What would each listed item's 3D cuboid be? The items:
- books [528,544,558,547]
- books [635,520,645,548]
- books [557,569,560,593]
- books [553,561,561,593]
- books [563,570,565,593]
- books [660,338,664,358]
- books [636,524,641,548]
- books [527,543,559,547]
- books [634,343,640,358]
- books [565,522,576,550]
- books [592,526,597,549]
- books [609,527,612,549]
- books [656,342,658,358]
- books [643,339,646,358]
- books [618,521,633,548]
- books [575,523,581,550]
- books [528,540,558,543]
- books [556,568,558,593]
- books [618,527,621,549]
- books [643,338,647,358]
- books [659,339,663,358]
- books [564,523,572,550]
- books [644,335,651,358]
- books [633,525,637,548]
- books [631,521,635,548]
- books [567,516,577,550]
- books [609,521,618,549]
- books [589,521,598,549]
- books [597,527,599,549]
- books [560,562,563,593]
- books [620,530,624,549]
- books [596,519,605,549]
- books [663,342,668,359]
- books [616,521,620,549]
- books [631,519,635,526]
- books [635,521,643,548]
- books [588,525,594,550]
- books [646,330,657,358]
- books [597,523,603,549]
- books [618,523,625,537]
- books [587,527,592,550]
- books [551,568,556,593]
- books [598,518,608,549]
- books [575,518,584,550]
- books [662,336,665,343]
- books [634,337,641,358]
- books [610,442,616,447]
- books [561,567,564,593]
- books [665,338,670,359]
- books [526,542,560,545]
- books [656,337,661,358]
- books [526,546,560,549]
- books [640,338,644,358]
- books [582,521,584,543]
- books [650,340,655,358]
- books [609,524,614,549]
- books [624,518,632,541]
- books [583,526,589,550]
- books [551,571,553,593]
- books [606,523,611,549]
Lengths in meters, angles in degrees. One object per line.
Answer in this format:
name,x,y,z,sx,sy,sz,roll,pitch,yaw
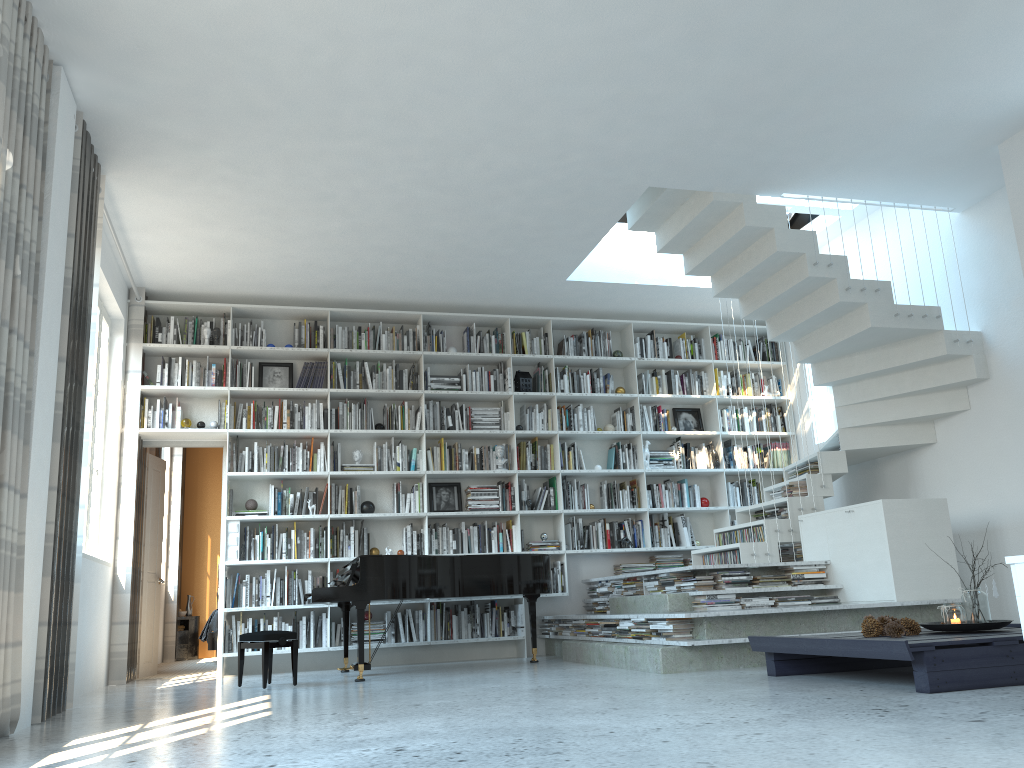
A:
books,0.283,1.488,8.129,0.254,0.012,0.161,0,-14,-11
books,1.222,1.438,8.452,0.025,0.271,0.171,1,-14,-15
books,0.397,1.786,8.024,0.011,0.211,0.179,1,-14,-15
books,0.409,1.753,8.043,0.021,0.284,0.173,1,-14,-15
books,0.449,1.797,8.064,0.012,0.205,0.161,1,-14,-15
books,1.493,-0.321,8.985,0.021,0.253,0.152,1,-14,-15
books,1.176,1.457,8.427,0.025,0.227,0.176,1,-14,-15
books,0.284,1.473,8.121,0.254,0.012,0.161,1,-15,-15
books,1.227,-0.297,8.883,0.022,0.182,0.190,1,-14,-15
books,0.546,1.427,8.253,0.023,0.261,0.187,1,-14,-15
books,0.750,1.453,8.328,0.024,0.227,0.160,1,-14,-15
books,0.899,1.452,8.370,0.025,0.237,0.157,1,-14,-15
books,1.431,-0.304,8.974,0.030,0.220,0.133,1,-14,-15
books,1.294,-0.315,8.923,0.024,0.230,0.169,1,-14,-15
books,1.071,1.438,8.410,0.070,0.265,0.186,1,-14,-15
books,0.592,1.431,8.266,0.023,0.255,0.178,1,-14,-15
books,0.282,1.450,8.129,0.254,0.012,0.161,-1,-14,-7
books,0.382,1.784,8.038,0.012,0.225,0.149,1,-14,-15
books,0.992,1.466,8.391,0.022,0.210,0.136,1,-14,-15
books,1.314,-0.319,8.948,0.027,0.249,0.140,1,-14,-15
books,1.474,-0.315,8.969,0.022,0.235,0.172,1,-14,-15
books,0.524,1.435,8.265,0.012,0.253,0.161,1,-14,-15
books,1.353,-0.337,8.945,0.048,0.277,0.150,1,-14,-15
books,1.145,1.462,8.423,0.013,0.219,0.169,1,-14,-15
books,1.124,1.443,8.435,0.021,0.264,0.150,1,-14,-15
books,0.560,1.401,8.264,0.010,0.315,0.187,1,-14,-15
books,0.945,1.438,8.376,0.026,0.261,0.174,1,-14,-15
books,0.768,1.434,8.335,0.014,0.267,0.172,1,-14,-15
books,0.780,1.458,8.338,0.012,0.220,0.153,1,-14,-15
books,0.422,1.766,8.066,0.015,0.270,0.158,1,-14,-15
books,1.017,1.479,8.388,0.025,0.180,0.169,1,-14,-15
books,0.838,1.429,8.364,0.012,0.284,0.160,1,-14,-15
books,1.519,-0.299,8.972,0.024,0.201,0.190,1,-14,-15
books,0.968,1.440,8.389,0.026,0.262,0.170,1,-14,-15
books,1.149,1.438,8.457,0.012,0.281,0.144,1,-14,-15
books,1.198,1.445,8.443,0.026,0.257,0.157,1,-14,-15
books,0.723,1.451,8.325,0.029,0.234,0.142,1,-14,-15
books,1.414,-0.364,8.960,0.014,0.331,0.181,1,-14,-15
books,0.801,1.439,8.331,0.025,0.252,0.182,1,-14,-15
books,1.032,1.447,8.403,0.012,0.248,0.165,1,-14,-15
books,0.707,1.456,8.308,0.011,0.216,0.176,1,-14,-15
books,0.368,1.780,8.018,0.026,0.224,0.175,1,-14,-15
books,0.855,1.420,8.348,0.012,0.292,0.175,1,-14,-15
books,0.616,1.413,8.277,0.030,0.293,0.189,1,-14,-15
books,1.527,-0.329,9.010,0.012,0.278,0.153,1,-14,-15
books,1.245,-0.326,8.909,0.025,0.250,0.178,1,-14,-15
books,0.996,0.721,8.595,0.016,0.289,0.135,1,-14,-15
books,0.439,1.781,8.053,0.013,0.232,0.149,1,-14,-15
books,1.558,-0.318,9.013,0.012,0.253,0.161,1,-14,-15
books,0.282,1.464,8.133,0.285,0.012,0.160,0,-15,-12
books,1.457,-0.328,8.966,0.014,0.261,0.168,1,-14,-15
books,0.284,1.498,8.122,0.285,0.012,0.160,0,-15,-13
books,1.271,-0.323,8.910,0.026,0.241,0.185,1,-14,-15
books,0.634,1.424,8.289,0.010,0.276,0.174,1,-14,-15
books,1.392,-0.313,8.952,0.030,0.230,0.148,1,-14,-15
books,0.919,1.451,8.383,0.021,0.242,0.131,1,-14,-15
books,1.107,1.428,8.433,0.013,0.293,0.135,1,-14,-15
books,0.670,1.448,8.299,0.065,0.231,0.162,1,-14,-15
books,0.343,1.796,8.033,0.013,0.202,0.139,1,-14,-15
books,0.876,1.444,8.350,0.031,0.243,0.185,1,-14,-15
